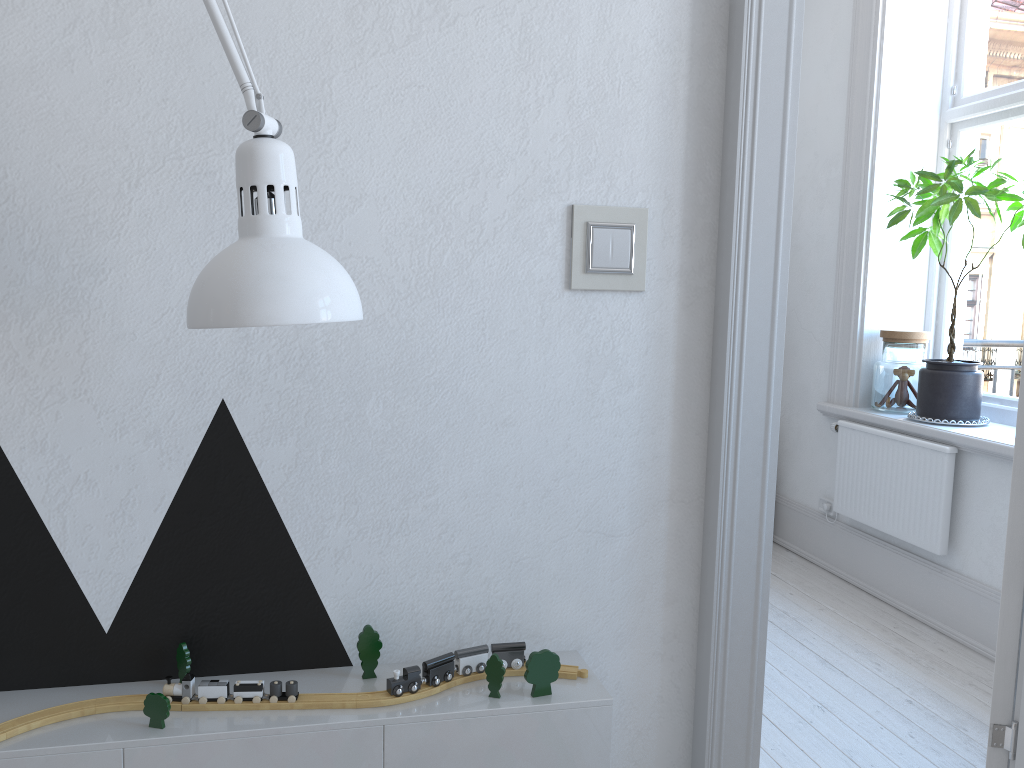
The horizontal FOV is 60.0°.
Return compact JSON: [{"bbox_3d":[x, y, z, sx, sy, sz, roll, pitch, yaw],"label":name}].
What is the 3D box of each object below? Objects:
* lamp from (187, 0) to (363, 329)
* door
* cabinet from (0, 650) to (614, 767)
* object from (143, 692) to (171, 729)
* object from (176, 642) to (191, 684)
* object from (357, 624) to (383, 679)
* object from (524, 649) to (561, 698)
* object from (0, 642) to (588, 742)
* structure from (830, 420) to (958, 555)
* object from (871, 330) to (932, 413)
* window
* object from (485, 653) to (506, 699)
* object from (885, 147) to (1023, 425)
[{"bbox_3d":[-0.481,-0.403,1.086,0.651,0.656,0.200,4,7,20],"label":"lamp"},{"bbox_3d":[0.977,-0.037,1.740,1.465,2.179,0.504,-2,7,-29],"label":"door"},{"bbox_3d":[-0.352,0.667,1.271,0.970,0.455,0.182,0,7,-13],"label":"cabinet"},{"bbox_3d":[-0.462,0.424,1.153,0.037,0.046,0.006,3,7,13],"label":"object"},{"bbox_3d":[-0.471,0.403,1.273,0.029,0.063,0.007,7,8,39],"label":"object"},{"bbox_3d":[-0.211,0.396,1.314,0.037,0.081,0.009,-1,7,-20],"label":"object"},{"bbox_3d":[0.044,0.414,1.272,0.054,0.067,0.009,-1,7,-22],"label":"object"},{"bbox_3d":[-0.325,0.419,1.234,0.902,0.047,0.111,-1,6,-19],"label":"object"},{"bbox_3d":[1.477,0.393,3.530,0.049,0.418,0.741,0,6,-13],"label":"structure"},{"bbox_3d":[1.623,-0.056,3.680,0.228,0.330,0.227,0,6,-12],"label":"object"},{"bbox_3d":[1.985,-0.769,3.112,0.094,1.903,1.356,0,6,-13],"label":"window"},{"bbox_3d":[-0.024,0.415,1.262,0.029,0.063,0.007,3,7,14],"label":"object"},{"bbox_3d":[1.705,-0.369,3.355,0.497,1.023,0.695,-4,8,-40],"label":"object"}]
